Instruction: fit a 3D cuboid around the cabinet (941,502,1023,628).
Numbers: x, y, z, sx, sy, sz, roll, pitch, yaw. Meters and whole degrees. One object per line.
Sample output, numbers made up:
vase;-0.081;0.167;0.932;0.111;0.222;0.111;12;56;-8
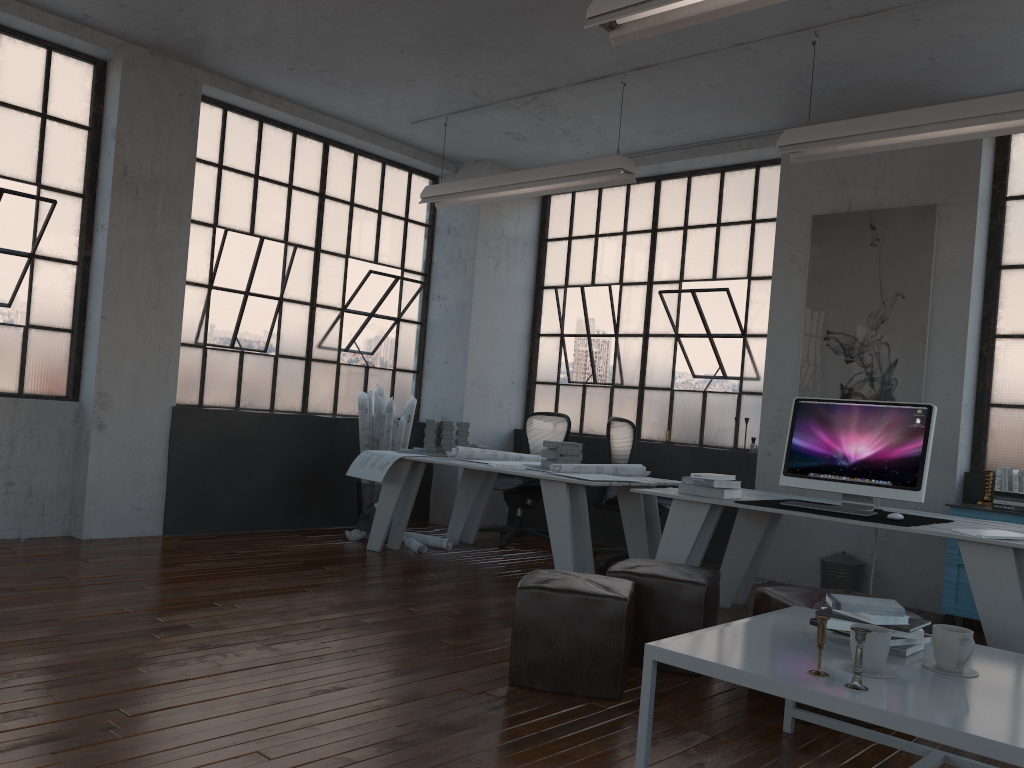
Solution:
cabinet;3.561;1.139;4.683;2.260;0.733;0.627;3;-2;42

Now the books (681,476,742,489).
books;1.058;0.523;4.711;0.193;0.044;0.257;6;-2;-28

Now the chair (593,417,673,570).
chair;0.970;0.802;6.527;0.792;1.085;0.771;4;-1;11

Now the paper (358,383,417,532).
paper;-1.040;0.593;7.212;0.412;1.198;0.441;4;0;20

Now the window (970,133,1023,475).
window;4.063;-0.489;4.975;2.588;2.390;0.670;4;-1;42

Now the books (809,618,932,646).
books;1.080;0.745;2.681;0.210;0.025;0.274;6;-2;-28

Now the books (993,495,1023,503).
books;2.960;0.672;5.141;0.258;0.023;0.212;3;-2;42

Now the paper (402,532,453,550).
paper;-0.642;1.182;6.653;0.466;0.094;0.114;4;-2;27

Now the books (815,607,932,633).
books;1.088;0.704;2.671;0.275;0.014;0.200;3;-3;42

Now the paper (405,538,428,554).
paper;-0.700;1.179;6.449;0.083;0.068;0.341;5;-2;-23

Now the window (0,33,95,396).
window;-3.667;-1.117;4.997;0.669;2.259;2.460;4;-1;42

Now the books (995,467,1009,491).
books;2.992;0.626;5.420;0.032;0.239;0.173;4;-1;42

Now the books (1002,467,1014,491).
books;3.016;0.627;5.385;0.053;0.241;0.173;4;-1;42

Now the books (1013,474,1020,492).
books;3.060;0.656;5.351;0.045;0.224;0.161;4;-1;42

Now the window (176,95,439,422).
window;-1.617;-0.876;7.286;0.669;2.390;2.594;4;-1;42

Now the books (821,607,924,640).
books;1.082;0.722;2.679;0.272;0.031;0.200;4;-2;17

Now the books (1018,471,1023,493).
books;3.085;0.637;5.323;0.065;0.224;0.161;4;-1;42

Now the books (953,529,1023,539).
books;2.039;0.635;3.748;0.243;0.019;0.205;5;-2;-8

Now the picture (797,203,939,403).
picture;2.385;-0.365;6.031;0.852;1.650;0.025;4;-1;42

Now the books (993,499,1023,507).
books;2.946;0.693;5.140;0.241;0.023;0.191;3;-2;40

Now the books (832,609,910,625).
books;1.070;0.686;2.648;0.125;0.026;0.184;5;-2;-18

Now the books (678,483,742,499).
books;1.060;0.571;4.737;0.271;0.050;0.200;3;-2;42

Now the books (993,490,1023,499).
books;2.953;0.646;5.145;0.239;0.028;0.191;3;-3;44

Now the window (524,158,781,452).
window;1.165;-0.640;7.587;2.588;2.390;0.670;4;-1;42

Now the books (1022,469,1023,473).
books;3.142;0.637;5.278;0.169;0.284;0.176;4;-1;42

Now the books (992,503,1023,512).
books;2.955;0.722;5.139;0.258;0.032;0.191;3;-3;44

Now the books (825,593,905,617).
books;1.057;0.662;2.664;0.202;0.026;0.141;4;-2;12

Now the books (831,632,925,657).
books;1.094;0.768;2.650;0.217;0.028;0.171;3;-2;42

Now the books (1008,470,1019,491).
books;3.039;0.639;5.366;0.045;0.239;0.152;4;-1;42

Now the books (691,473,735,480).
books;1.072;0.493;4.721;0.185;0.030;0.153;3;-2;43

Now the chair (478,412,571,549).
chair;0.115;0.755;7.208;0.769;1.085;0.793;4;-1;36

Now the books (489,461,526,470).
books;-0.032;0.529;5.753;0.200;0.024;0.235;5;-2;-12

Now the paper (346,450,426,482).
paper;-0.877;0.572;6.189;0.439;0.183;0.435;3;-2;41
